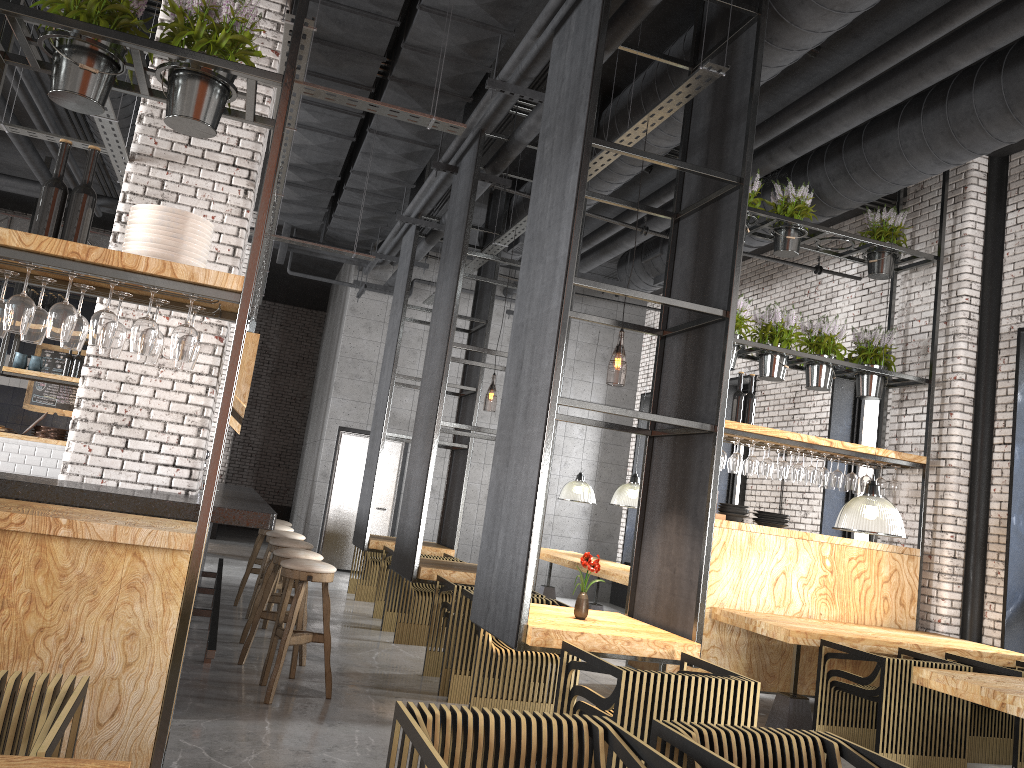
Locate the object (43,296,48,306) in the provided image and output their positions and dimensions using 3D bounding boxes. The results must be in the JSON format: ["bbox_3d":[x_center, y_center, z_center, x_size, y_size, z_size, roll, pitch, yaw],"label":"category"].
[{"bbox_3d":[-6.373,-0.971,12.025,0.098,0.460,0.098,7,-9,6],"label":"object"}]

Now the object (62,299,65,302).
[{"bbox_3d":[-6.165,-0.933,12.086,0.098,0.460,0.098,15,-11,-38],"label":"object"}]

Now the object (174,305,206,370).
[{"bbox_3d":[-1.370,-0.197,3.770,0.101,0.268,0.100,2,-11,36],"label":"object"}]

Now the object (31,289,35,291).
[{"bbox_3d":[-6.361,-1.235,11.773,0.046,0.031,0.046,15,-10,-38],"label":"object"}]

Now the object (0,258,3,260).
[{"bbox_3d":[-1.970,-0.348,3.296,0.101,0.268,0.100,5,-9,20],"label":"object"}]

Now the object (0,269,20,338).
[{"bbox_3d":[-2.056,-0.323,3.567,0.101,0.268,0.100,5,-9,20],"label":"object"}]

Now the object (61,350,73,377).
[{"bbox_3d":[-5.970,-0.317,11.940,0.098,0.472,0.098,13,-10,-28],"label":"object"}]

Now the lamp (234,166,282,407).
[{"bbox_3d":[-1.557,-0.628,5.458,0.127,1.551,0.127,11,-9,-16],"label":"lamp"}]

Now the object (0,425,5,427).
[{"bbox_3d":[-6.421,0.520,11.087,0.184,0.011,0.253,7,-8,5],"label":"object"}]

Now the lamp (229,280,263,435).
[{"bbox_3d":[-2.539,-0.318,8.537,0.127,1.611,0.127,11,-9,-16],"label":"lamp"}]

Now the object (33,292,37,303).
[{"bbox_3d":[-6.434,-1.001,11.867,0.098,0.460,0.098,7,-9,6],"label":"object"}]

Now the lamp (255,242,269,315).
[{"bbox_3d":[-2.135,-0.522,7.318,0.127,1.424,0.127,11,-9,-16],"label":"lamp"}]

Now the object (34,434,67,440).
[{"bbox_3d":[-5.932,0.685,11.421,0.458,0.019,0.405,0,-11,45],"label":"object"}]

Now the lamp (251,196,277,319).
[{"bbox_3d":[-1.742,-0.647,6.086,0.127,1.399,0.127,11,-9,-16],"label":"lamp"}]

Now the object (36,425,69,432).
[{"bbox_3d":[-5.952,0.569,11.434,0.407,0.019,0.456,4,-9,30],"label":"object"}]

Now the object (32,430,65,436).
[{"bbox_3d":[-5.974,0.627,11.407,0.406,0.019,0.457,9,-8,-3],"label":"object"}]

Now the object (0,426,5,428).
[{"bbox_3d":[-6.480,0.529,11.139,0.172,0.010,0.367,9,-8,-6],"label":"object"}]

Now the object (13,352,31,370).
[{"bbox_3d":[-6.495,-0.295,11.752,0.198,0.231,0.165,10,-9,-10],"label":"object"}]

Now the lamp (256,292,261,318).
[{"bbox_3d":[-2.730,-0.291,9.158,0.127,1.551,0.127,11,-9,-16],"label":"lamp"}]

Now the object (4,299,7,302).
[{"bbox_3d":[-6.714,-1.066,11.749,0.218,0.091,0.218,8,-8,1],"label":"object"}]

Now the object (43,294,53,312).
[{"bbox_3d":[-6.186,-0.975,11.800,0.098,0.460,0.098,15,-11,-38],"label":"object"}]

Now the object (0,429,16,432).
[{"bbox_3d":[-6.488,0.579,11.233,0.276,0.019,0.512,10,-8,-11],"label":"object"}]

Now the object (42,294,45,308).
[{"bbox_3d":[-6.332,-0.983,11.897,0.098,0.460,0.098,7,-9,6],"label":"object"}]

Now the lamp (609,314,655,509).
[{"bbox_3d":[1.575,0.275,10.620,0.537,2.413,0.534,5,-9,19],"label":"lamp"}]

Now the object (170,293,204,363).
[{"bbox_3d":[-1.284,-0.222,3.499,0.101,0.268,0.100,2,-11,36],"label":"object"}]

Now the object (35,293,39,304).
[{"bbox_3d":[-6.473,-0.996,11.996,0.098,0.472,0.098,7,-9,6],"label":"object"}]

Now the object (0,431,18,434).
[{"bbox_3d":[-6.434,0.599,11.199,0.407,0.019,0.456,5,-8,25],"label":"object"}]

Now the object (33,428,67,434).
[{"bbox_3d":[-5.934,0.604,11.436,0.458,0.019,0.405,4,-9,26],"label":"object"}]

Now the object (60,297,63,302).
[{"bbox_3d":[-6.125,-0.945,11.958,0.098,0.460,0.098,15,-11,-38],"label":"object"}]

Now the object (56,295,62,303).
[{"bbox_3d":[-6.084,-0.956,11.830,0.098,0.460,0.098,15,-11,-38],"label":"object"}]

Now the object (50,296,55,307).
[{"bbox_3d":[-6.226,-0.963,11.928,0.098,0.460,0.098,15,-11,-38],"label":"object"}]

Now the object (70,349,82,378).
[{"bbox_3d":[-5.868,-0.299,11.970,0.098,0.472,0.098,9,-9,-9],"label":"object"}]

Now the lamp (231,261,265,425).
[{"bbox_3d":[-2.339,-0.404,7.925,0.127,1.551,0.127,11,-9,-16],"label":"lamp"}]

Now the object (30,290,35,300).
[{"bbox_3d":[-6.393,-1.013,11.738,0.098,0.460,0.098,7,-9,6],"label":"object"}]

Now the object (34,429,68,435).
[{"bbox_3d":[-5.961,0.615,11.425,0.407,0.019,0.456,4,-9,26],"label":"object"}]

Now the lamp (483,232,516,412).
[{"bbox_3d":[-0.080,-0.557,7.531,0.108,1.604,0.108,3,-10,30],"label":"lamp"}]

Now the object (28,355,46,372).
[{"bbox_3d":[-6.324,-0.265,11.790,0.198,0.231,0.165,0,-12,44],"label":"object"}]

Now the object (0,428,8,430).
[{"bbox_3d":[-6.491,0.565,11.227,0.214,0.013,0.520,11,-8,-20],"label":"object"}]

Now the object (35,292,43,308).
[{"bbox_3d":[-6.291,-0.994,11.769,0.098,0.460,0.098,7,-9,6],"label":"object"}]

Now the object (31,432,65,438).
[{"bbox_3d":[-5.952,0.666,11.425,0.458,0.019,0.405,7,-8,12],"label":"object"}]

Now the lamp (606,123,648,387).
[{"bbox_3d":[0.691,-0.779,5.098,0.108,1.604,0.108,-1,-12,45],"label":"lamp"}]

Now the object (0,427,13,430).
[{"bbox_3d":[-6.482,0.554,11.233,0.229,0.016,0.555,10,-8,-10],"label":"object"}]

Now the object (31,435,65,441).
[{"bbox_3d":[-5.952,0.698,11.421,0.458,0.019,0.405,6,-8,19],"label":"object"}]

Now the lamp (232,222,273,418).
[{"bbox_3d":[-1.948,-0.516,6.691,0.127,1.551,0.127,11,-9,-16],"label":"lamp"}]

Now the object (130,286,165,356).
[{"bbox_3d":[-1.423,-0.247,3.458,0.101,0.268,0.100,2,-11,36],"label":"object"}]

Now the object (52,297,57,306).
[{"bbox_3d":[-6.267,-0.952,12.056,0.098,0.460,0.098,15,-11,-38],"label":"object"}]

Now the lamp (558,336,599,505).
[{"bbox_3d":[1.056,0.424,12.256,0.537,2.413,0.534,4,-10,25],"label":"lamp"}]

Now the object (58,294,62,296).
[{"bbox_3d":[-6.053,-1.178,11.865,0.046,0.031,0.046,12,-9,-24],"label":"object"}]

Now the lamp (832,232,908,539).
[{"bbox_3d":[2.870,-0.049,6.890,0.537,2.413,0.534,5,-9,19],"label":"lamp"}]

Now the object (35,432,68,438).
[{"bbox_3d":[-5.956,0.649,11.426,0.407,0.019,0.457,1,-10,42],"label":"object"}]

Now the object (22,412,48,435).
[{"bbox_3d":[-6.071,0.503,11.292,0.241,0.339,0.487,13,-9,-30],"label":"object"}]

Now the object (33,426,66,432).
[{"bbox_3d":[-5.938,0.588,11.438,0.458,0.019,0.405,6,-8,17],"label":"object"}]

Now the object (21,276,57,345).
[{"bbox_3d":[-1.926,-0.299,3.606,0.101,0.268,0.100,2,-11,36],"label":"object"}]
